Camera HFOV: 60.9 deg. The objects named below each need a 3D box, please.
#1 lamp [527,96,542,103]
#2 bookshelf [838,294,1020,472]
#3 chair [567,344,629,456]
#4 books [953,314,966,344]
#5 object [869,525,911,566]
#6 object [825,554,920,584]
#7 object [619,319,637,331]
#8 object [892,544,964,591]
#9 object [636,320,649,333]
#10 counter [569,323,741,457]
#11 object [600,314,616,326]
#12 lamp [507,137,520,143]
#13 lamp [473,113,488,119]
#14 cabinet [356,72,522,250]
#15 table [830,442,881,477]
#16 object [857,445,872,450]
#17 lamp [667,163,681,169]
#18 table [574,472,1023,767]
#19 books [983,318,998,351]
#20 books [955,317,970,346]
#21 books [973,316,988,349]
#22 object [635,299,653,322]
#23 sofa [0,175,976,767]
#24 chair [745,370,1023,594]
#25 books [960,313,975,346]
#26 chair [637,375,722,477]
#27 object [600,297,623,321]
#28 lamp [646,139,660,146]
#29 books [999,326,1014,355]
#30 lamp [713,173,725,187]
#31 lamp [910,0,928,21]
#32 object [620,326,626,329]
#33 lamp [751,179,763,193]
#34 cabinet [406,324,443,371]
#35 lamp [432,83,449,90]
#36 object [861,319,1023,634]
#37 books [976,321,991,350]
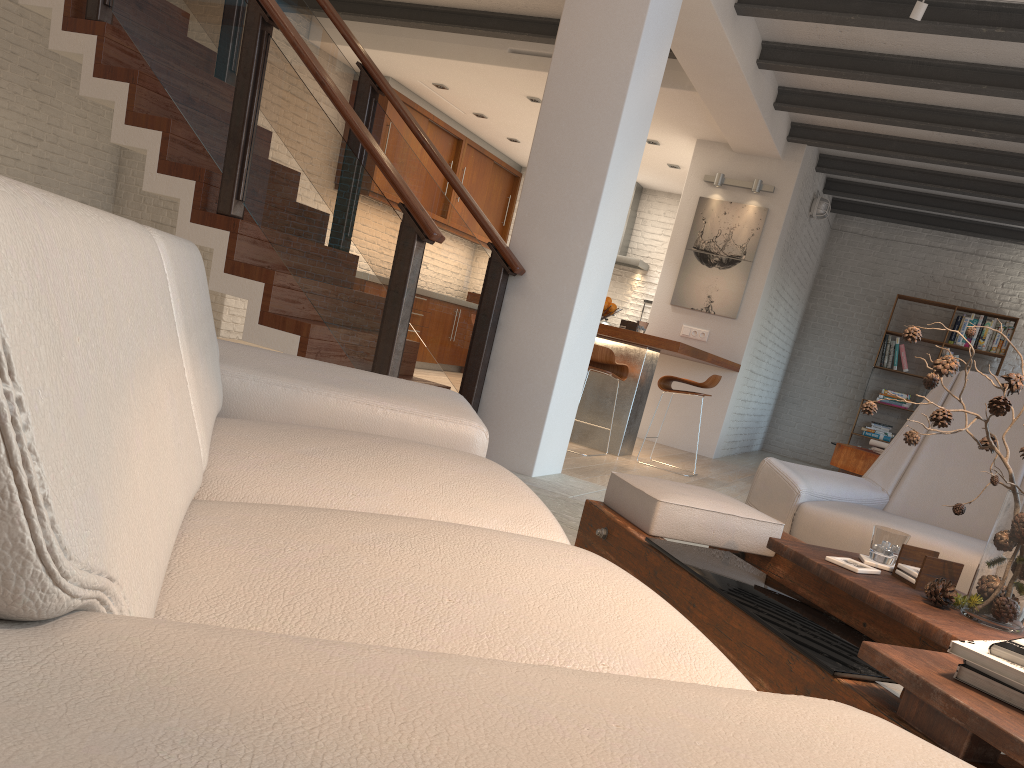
[{"bbox_3d":[0.220,-2.681,8.171,0.121,0.057,0.123,16,6,22],"label":"lamp"},{"bbox_3d":[4.929,0.184,10.431,1.293,2.269,0.359,18,14,21],"label":"bookshelf"},{"bbox_3d":[0.541,0.102,6.355,0.397,0.798,0.416,18,12,22],"label":"chair"},{"bbox_3d":[5.237,-0.625,10.219,0.020,0.370,0.269,19,11,24],"label":"books"},{"bbox_3d":[0.944,0.409,2.196,0.092,0.087,0.087,11,9,-18],"label":"object"},{"bbox_3d":[0.887,0.438,2.135,0.272,0.036,0.241,14,4,-6],"label":"object"},{"bbox_3d":[0.894,-0.441,6.679,0.095,0.084,0.110,10,8,-22],"label":"object"},{"bbox_3d":[0.983,0.441,2.067,0.094,0.084,0.111,13,7,-5],"label":"object"},{"bbox_3d":[0.977,-0.426,6.563,0.088,0.087,0.091,20,10,37],"label":"object"},{"bbox_3d":[0.811,0.015,7.516,1.654,0.946,2.478,16,5,23],"label":"counter"},{"bbox_3d":[1.189,-0.777,11.086,0.264,0.283,0.253,5,13,-45],"label":"object"},{"bbox_3d":[0.023,-2.857,10.151,0.121,0.057,0.123,16,6,22],"label":"lamp"},{"bbox_3d":[-0.337,-2.895,9.343,0.121,0.057,0.123,16,6,22],"label":"lamp"},{"bbox_3d":[-0.846,-2.461,10.382,0.452,1.194,3.317,19,6,24],"label":"cabinet"},{"bbox_3d":[3.472,0.875,8.331,1.051,0.459,1.826,17,5,29],"label":"table"},{"bbox_3d":[3.723,0.677,9.040,0.302,0.028,0.066,14,5,-1],"label":"object"},{"bbox_3d":[1.761,-2.381,9.462,0.121,0.057,0.123,16,6,22],"label":"lamp"},{"bbox_3d":[1.230,0.739,1.888,1.990,0.442,2.126,13,4,-16],"label":"table"},{"bbox_3d":[5.535,-0.558,10.104,0.036,0.395,0.241,19,12,23],"label":"books"},{"bbox_3d":[5.261,-0.603,10.193,0.054,0.339,0.252,19,11,23],"label":"books"},{"bbox_3d":[5.428,-0.586,10.132,0.036,0.395,0.241,19,12,23],"label":"books"},{"bbox_3d":[1.916,-0.830,11.129,0.657,0.402,0.138,16,12,21],"label":"object"},{"bbox_3d":[-0.393,0.193,1.423,1.156,0.777,2.244,12,5,-17],"label":"sofa"},{"bbox_3d":[1.505,0.432,3.088,0.994,1.047,0.975,21,11,38],"label":"chair"},{"bbox_3d":[5.310,-0.618,10.173,0.036,0.395,0.241,19,12,23],"label":"books"},{"bbox_3d":[1.295,0.272,6.631,0.415,0.798,0.399,18,12,22],"label":"chair"},{"bbox_3d":[0.669,-0.576,6.764,0.369,0.228,0.350,12,7,-12],"label":"object"},{"bbox_3d":[1.402,-2.418,8.654,0.121,0.057,0.123,16,6,22],"label":"lamp"},{"bbox_3d":[5.689,-0.487,10.050,0.054,0.339,0.252,19,11,23],"label":"books"},{"bbox_3d":[1.911,-1.883,8.047,0.080,0.107,0.076,6,13,-39],"label":"lamp"},{"bbox_3d":[2.111,-1.943,4.518,0.060,0.133,0.083,12,11,-7],"label":"lamp"},{"bbox_3d":[0.985,-0.388,6.601,0.387,0.036,0.197,16,4,25],"label":"object"},{"bbox_3d":[2.226,-1.797,7.922,0.080,0.107,0.076,6,13,-39],"label":"lamp"},{"bbox_3d":[0.219,-1.325,10.472,4.823,2.920,2.179,12,10,-14],"label":"cabinet"},{"bbox_3d":[-0.696,-2.932,8.534,0.121,0.057,0.123,16,6,22],"label":"lamp"},{"bbox_3d":[0.943,0.175,1.769,0.545,0.626,0.304,13,11,-7],"label":"object"},{"bbox_3d":[5.457,-0.548,10.108,0.054,0.339,0.252,19,11,23],"label":"books"}]
